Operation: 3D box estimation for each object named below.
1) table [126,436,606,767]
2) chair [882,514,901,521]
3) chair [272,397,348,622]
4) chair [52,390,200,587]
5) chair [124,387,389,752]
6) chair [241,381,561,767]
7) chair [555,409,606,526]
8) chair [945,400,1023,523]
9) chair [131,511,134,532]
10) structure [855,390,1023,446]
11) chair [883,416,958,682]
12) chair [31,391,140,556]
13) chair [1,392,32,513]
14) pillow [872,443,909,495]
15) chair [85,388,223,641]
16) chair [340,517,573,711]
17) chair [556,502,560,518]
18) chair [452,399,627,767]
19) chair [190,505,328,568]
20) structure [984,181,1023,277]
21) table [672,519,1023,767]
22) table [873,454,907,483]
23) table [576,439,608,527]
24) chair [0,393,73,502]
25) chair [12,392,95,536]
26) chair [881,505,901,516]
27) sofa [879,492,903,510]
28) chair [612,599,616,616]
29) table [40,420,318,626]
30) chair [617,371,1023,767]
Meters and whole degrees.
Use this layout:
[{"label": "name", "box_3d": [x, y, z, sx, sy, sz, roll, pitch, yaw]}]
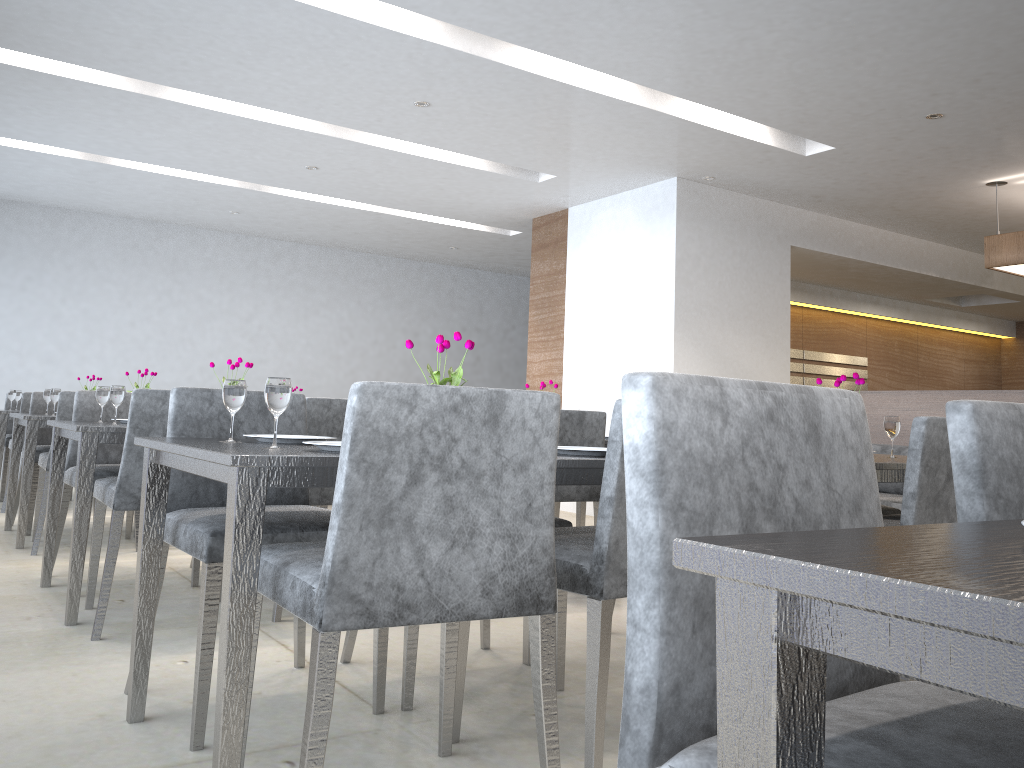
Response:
[{"label": "table", "box_3d": [-0.193, 0.470, 2.051, 1.185, 0.640, 0.775, 5, -5, -34]}, {"label": "chair", "box_3d": [1.458, 0.504, 2.780, 0.475, 0.769, 0.490, 7, -7, -38]}, {"label": "chair", "box_3d": [-0.744, 0.437, 3.347, 0.475, 0.769, 0.490, 7, -7, -38]}, {"label": "chair", "box_3d": [-1.559, 0.414, 3.604, 0.475, 0.769, 0.490, 7, -7, -38]}, {"label": "chair", "box_3d": [-0.617, 0.396, 2.203, 0.475, 0.769, 0.490, 7, -7, -38]}, {"label": "chair", "box_3d": [-0.207, 0.389, 1.609, 0.475, 0.769, 0.490, 5, -6, -29]}, {"label": "chair", "box_3d": [0.111, 0.492, 3.843, 0.475, 0.769, 0.490, 5, -6, -29]}, {"label": "chair", "box_3d": [0.839, 0.407, 1.011, 0.475, 0.769, 0.490, 5, -6, -29]}, {"label": "chair", "box_3d": [-2.053, 0.464, 5.311, 0.475, 0.769, 0.490, 5, -6, -29]}, {"label": "structure", "box_3d": [3.403, 0.539, 4.789, 0.223, 1.015, 3.761, 7, -5, -34]}, {"label": "chair", "box_3d": [1.053, 0.474, 2.442, 0.475, 0.769, 0.490, 5, -6, -29]}, {"label": "chair", "box_3d": [-2.101, 0.426, 4.425, 0.475, 0.769, 0.490, 5, -6, -29]}, {"label": "chair", "box_3d": [-3.092, 0.445, 5.898, 0.475, 0.769, 0.490, 5, -6, -29]}, {"label": "pillow", "box_3d": [2.423, 0.545, 5.613, 0.180, 0.323, 0.636, 6, -5, -33]}, {"label": "chair", "box_3d": [-1.149, 0.407, 3.010, 0.475, 0.769, 0.490, 5, -6, -29]}, {"label": "chair", "box_3d": [-0.160, 0.427, 2.496, 0.475, 0.769, 0.490, 5, -6, -29]}, {"label": "chair", "box_3d": [0.516, 0.522, 4.180, 0.475, 0.769, 0.490, 7, -7, -38]}, {"label": "chair", "box_3d": [0.198, 0.419, 1.946, 0.475, 0.769, 0.490, 7, -7, -38]}, {"label": "chair", "box_3d": [-1.102, 0.445, 3.896, 0.475, 0.769, 0.490, 5, -6, -29]}, {"label": "structure", "box_3d": [5.006, -1.064, 5.883, 2.437, 0.623, 2.434, 4, -3, -34]}, {"label": "table", "box_3d": [0.806, 0.451, 0.566, 1.185, 0.640, 0.775, 5, -5, -34]}, {"label": "table", "box_3d": [1.067, 0.555, 2.885, 1.185, 0.640, 0.775, 5, -5, -34]}, {"label": "table", "box_3d": [0.125, 0.574, 4.285, 1.185, 0.640, 0.775, 5, -5, -34]}, {"label": "chair", "box_3d": [-3.501, 0.452, 6.492, 0.475, 0.769, 0.490, 7, -7, -38]}, {"label": "chair", "box_3d": [-2.510, 0.433, 5.019, 0.475, 0.769, 0.490, 7, -7, -38]}, {"label": "chair", "box_3d": [1.100, 0.512, 3.329, 0.475, 0.769, 0.490, 5, -6, -29]}, {"label": "sofa", "box_3d": [2.965, 0.702, 4.476, 0.832, 0.633, 3.786, 5, -3, -34]}, {"label": "chair", "box_3d": [0.643, 0.481, 3.037, 0.475, 0.769, 0.490, 7, -7, -38]}, {"label": "table", "box_3d": [-1.135, 0.489, 3.452, 1.185, 0.640, 0.775, 5, -5, -34]}, {"label": "chair", "box_3d": [0.382, 0.377, 0.718, 0.475, 0.769, 0.490, 7, -7, -38]}]
